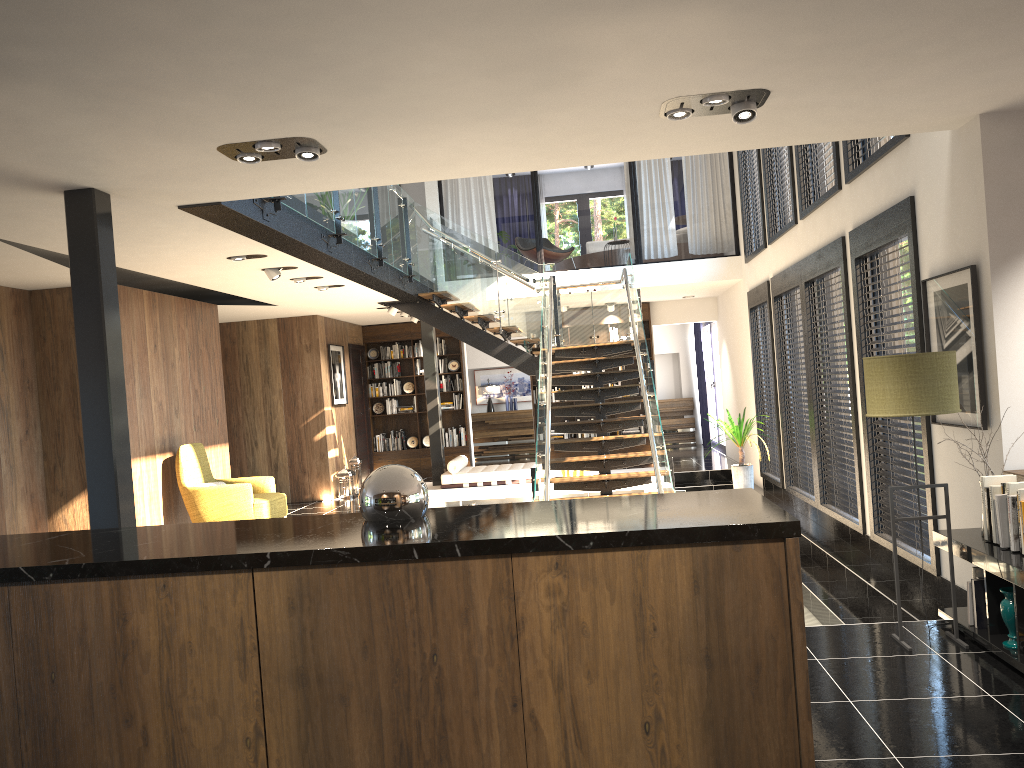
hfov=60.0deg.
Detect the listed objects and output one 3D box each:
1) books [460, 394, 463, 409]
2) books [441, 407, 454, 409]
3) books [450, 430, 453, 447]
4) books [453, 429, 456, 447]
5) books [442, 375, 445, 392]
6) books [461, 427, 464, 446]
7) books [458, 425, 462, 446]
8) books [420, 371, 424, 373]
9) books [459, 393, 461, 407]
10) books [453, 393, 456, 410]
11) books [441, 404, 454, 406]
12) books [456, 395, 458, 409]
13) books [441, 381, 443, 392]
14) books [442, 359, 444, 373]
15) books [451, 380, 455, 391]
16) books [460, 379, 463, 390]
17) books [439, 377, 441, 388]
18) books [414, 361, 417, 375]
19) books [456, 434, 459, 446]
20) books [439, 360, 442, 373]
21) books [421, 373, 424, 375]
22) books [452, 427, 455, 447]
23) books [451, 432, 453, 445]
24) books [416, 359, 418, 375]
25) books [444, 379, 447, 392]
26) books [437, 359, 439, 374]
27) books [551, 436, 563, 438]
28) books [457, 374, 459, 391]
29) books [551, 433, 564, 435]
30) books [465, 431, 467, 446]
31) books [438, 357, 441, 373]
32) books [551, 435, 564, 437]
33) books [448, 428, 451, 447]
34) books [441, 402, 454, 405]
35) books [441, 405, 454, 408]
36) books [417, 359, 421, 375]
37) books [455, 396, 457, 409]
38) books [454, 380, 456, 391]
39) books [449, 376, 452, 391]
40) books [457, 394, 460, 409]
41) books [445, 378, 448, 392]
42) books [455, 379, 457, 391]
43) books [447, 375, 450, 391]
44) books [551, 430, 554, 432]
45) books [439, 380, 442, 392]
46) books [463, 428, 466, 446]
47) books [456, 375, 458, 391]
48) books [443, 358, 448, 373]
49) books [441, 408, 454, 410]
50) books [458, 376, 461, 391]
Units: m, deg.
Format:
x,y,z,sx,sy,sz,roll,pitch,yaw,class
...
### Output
x,y,z,sx,sy,sz,roll,pitch,yaw,class
-0.859,0.302,15.224,0.047,0.253,0.210,-4,0,5,books
-1.125,0.414,15.275,0.271,0.028,0.174,-4,0,1,books
-1.039,0.931,15.260,0.029,0.286,0.137,-4,0,5,books
-0.978,0.923,15.250,0.018,0.292,0.191,-4,0,5,books
-1.165,-0.007,15.244,0.020,0.281,0.153,-4,0,5,books
-0.843,0.902,15.245,0.035,0.315,0.168,-4,0,5,books
-0.895,0.886,15.245,0.065,0.354,0.164,-4,0,5,books
-1.439,-0.213,15.327,0.266,0.030,0.209,-4,0,6,books
-0.889,0.297,15.231,0.013,0.267,0.177,-4,0,5,books
-0.978,0.298,15.254,0.014,0.279,0.202,-4,0,5,books
-1.128,0.361,15.290,0.266,0.019,0.157,-4,0,7,books
-0.939,0.311,15.241,0.014,0.247,0.192,-4,0,5,books
-1.189,0.038,15.226,0.032,0.195,0.183,-4,0,5,books
-1.177,-0.304,15.289,0.047,0.238,0.225,-4,0,5,books
-1.012,0.024,15.246,0.060,0.196,0.119,-4,0,5,books
-0.851,0.012,15.198,0.026,0.196,0.170,-4,0,5,books
-1.243,0.013,15.238,0.021,0.253,0.167,-4,0,5,books
-1.649,-0.271,15.356,0.028,0.242,0.194,-4,0,5,books
-0.935,0.969,15.278,0.032,0.195,0.134,-4,0,5,books
-1.214,-0.300,15.274,0.025,0.235,0.232,-4,0,5,books
-1.435,-0.182,15.340,0.239,0.033,0.176,-4,0,3,books
-0.996,0.904,15.251,0.016,0.332,0.195,-4,0,5,books
-1.011,0.947,15.272,0.022,0.250,0.144,-4,0,5,books
-1.626,-0.291,15.328,0.027,0.279,0.166,-4,0,5,books
-1.140,0.022,15.231,0.027,0.219,0.139,-4,0,5,books
-1.287,-0.309,15.296,0.023,0.264,0.218,-4,0,5,books
0.748,0.904,15.124,0.258,0.024,0.167,-4,0,6,books
-0.915,-0.025,15.205,0.016,0.278,0.202,-4,0,5,books
0.744,0.852,15.122,0.287,0.030,0.176,-4,0,3,books
-0.780,0.931,15.243,0.029,0.247,0.139,-4,0,5,books
-1.253,-0.323,15.276,0.049,0.286,0.259,-4,0,5,books
0.747,0.879,15.136,0.271,0.025,0.156,-4,0,6,books
-1.061,0.915,15.257,0.012,0.322,0.177,-4,0,5,books
-1.129,0.336,15.298,0.239,0.031,0.146,-4,0,6,books
-1.126,0.385,15.284,0.263,0.030,0.159,-4,0,3,books
-1.604,-0.292,15.331,0.016,0.278,0.209,-4,0,5,books
-0.954,0.323,15.276,0.024,0.226,0.141,-4,0,5,books
-0.969,0.024,15.232,0.026,0.190,0.121,-4,0,5,books
-1.055,-0.006,15.223,0.016,0.262,0.155,-4,0,5,books
-0.910,0.304,15.280,0.038,0.257,0.138,-4,0,5,books
-1.111,0.010,15.252,0.030,0.239,0.146,-4,0,5,books
-0.949,0.013,15.212,0.020,0.209,0.147,-4,0,5,books
-1.081,-0.011,15.232,0.037,0.277,0.179,-4,0,5,books
0.740,0.799,15.125,0.257,0.024,0.167,-4,0,5,books
-1.215,0.037,15.257,0.026,0.200,0.154,-4,0,5,books
-0.812,0.903,15.235,0.029,0.306,0.149,-4,0,5,books
-0.931,-0.023,15.225,0.018,0.278,0.114,-4,0,5,books
-1.138,-0.314,15.270,0.035,0.251,0.196,-4,0,5,books
-1.122,0.438,15.287,0.245,0.021,0.159,-4,0,7,books
-0.895,-0.010,15.226,0.018,0.246,0.144,-4,0,5,books
